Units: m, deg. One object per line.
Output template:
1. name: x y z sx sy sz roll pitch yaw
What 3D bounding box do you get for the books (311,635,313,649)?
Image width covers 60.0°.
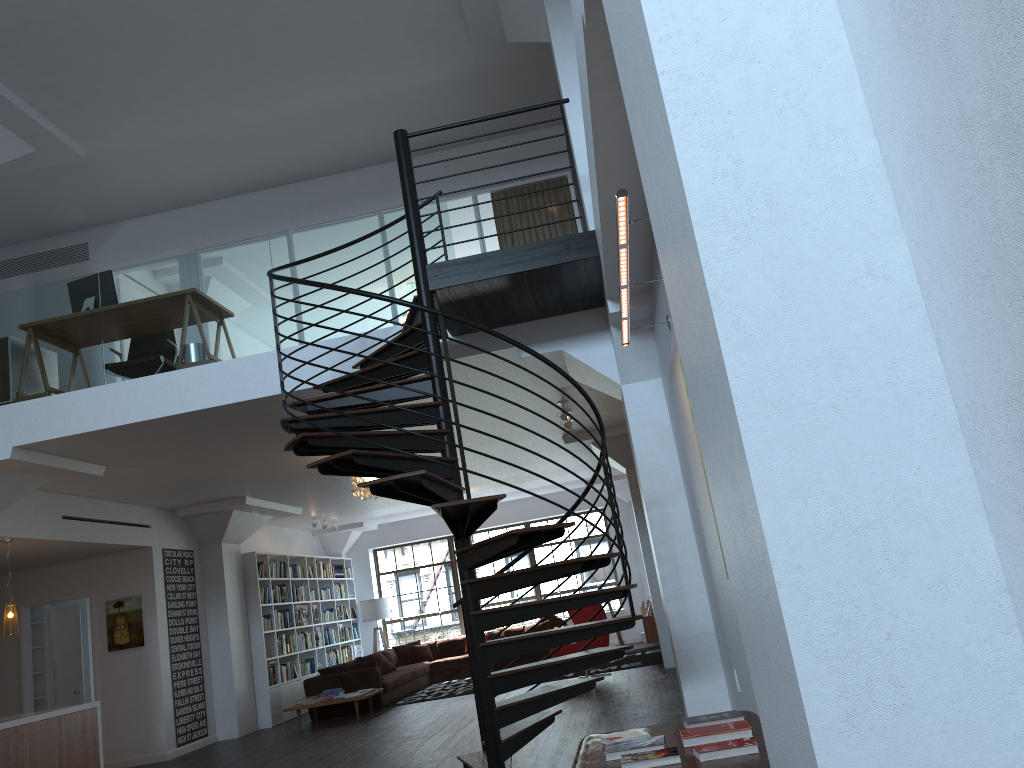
1. books: -3.308 4.172 14.327 0.161 0.223 0.026 -11 -13 5

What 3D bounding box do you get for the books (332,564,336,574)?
1. books: -3.305 3.428 16.155 0.183 0.253 0.042 -11 -14 5

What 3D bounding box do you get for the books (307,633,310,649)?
1. books: -3.338 4.119 14.165 0.180 0.259 0.060 -11 -13 5

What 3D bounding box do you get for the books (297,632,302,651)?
1. books: -3.381 4.036 13.857 0.176 0.290 0.053 -11 -13 5

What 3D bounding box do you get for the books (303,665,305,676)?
1. books: -3.304 4.467 13.820 0.128 0.178 0.022 -11 -14 5

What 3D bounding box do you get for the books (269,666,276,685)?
1. books: -3.472 4.175 12.660 0.183 0.253 0.042 -11 -14 5

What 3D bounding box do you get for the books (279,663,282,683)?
1. books: -3.455 4.207 12.872 0.198 0.284 0.049 -11 -14 5

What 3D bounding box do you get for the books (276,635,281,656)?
1. books: -3.482 3.846 13.023 0.140 0.298 0.044 -11 -14 5

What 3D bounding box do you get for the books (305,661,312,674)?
1. books: -3.258 4.515 14.104 0.146 0.202 0.027 -11 -14 5

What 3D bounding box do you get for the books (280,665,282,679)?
1. books: -3.439 4.230 12.906 0.160 0.251 0.031 -11 -14 5

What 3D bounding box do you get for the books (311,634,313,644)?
1. books: -3.315 4.177 14.359 0.168 0.231 0.037 -11 -13 5

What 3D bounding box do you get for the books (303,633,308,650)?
1. books: -3.341 4.103 14.083 0.183 0.253 0.034 -11 -13 5

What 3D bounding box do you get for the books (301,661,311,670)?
1. books: -3.270 4.511 14.079 0.146 0.202 0.027 -11 -14 5

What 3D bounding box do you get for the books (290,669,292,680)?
1. books: -3.400 4.324 13.276 0.168 0.231 0.045 -11 -14 5

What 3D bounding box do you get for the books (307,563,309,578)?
1. books: -3.477 3.123 14.770 0.183 0.253 0.042 -11 -14 5

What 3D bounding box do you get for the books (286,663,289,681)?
1. books: -3.401 4.287 13.157 0.171 0.246 0.039 -11 -14 5

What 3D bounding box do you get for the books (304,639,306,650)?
1. books: -3.351 4.102 14.008 0.161 0.223 0.027 -11 -13 5

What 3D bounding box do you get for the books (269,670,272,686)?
1. books: -3.481 4.155 12.505 0.161 0.223 0.032 -11 -14 5

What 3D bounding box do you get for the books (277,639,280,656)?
1. books: -3.502 3.863 12.969 0.189 0.247 0.057 -11 -14 5

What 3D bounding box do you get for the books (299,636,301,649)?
1. books: -3.372 4.058 13.811 0.161 0.223 0.026 -11 -13 5

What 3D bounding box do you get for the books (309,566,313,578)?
1. books: -3.448 3.175 14.901 0.161 0.207 0.130 -11 -13 5

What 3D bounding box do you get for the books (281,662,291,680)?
1. books: -3.397 4.299 13.236 0.180 0.259 0.042 -11 -14 5

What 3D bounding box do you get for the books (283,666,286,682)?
1. books: -3.416 4.268 13.017 0.161 0.223 0.033 -11 -14 5

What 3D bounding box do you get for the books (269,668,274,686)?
1. books: -3.476 4.156 12.549 0.174 0.240 0.054 -11 -14 5

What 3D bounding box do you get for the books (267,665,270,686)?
1. books: -3.513 4.114 12.445 0.198 0.284 0.049 -11 -14 5

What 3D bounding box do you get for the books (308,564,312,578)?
1. books: -3.465 3.151 14.852 0.174 0.236 0.136 -11 -13 5

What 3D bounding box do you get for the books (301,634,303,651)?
1. books: -3.372 4.063 13.895 0.183 0.253 0.034 -11 -13 5

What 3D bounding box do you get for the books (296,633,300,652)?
1. books: -3.403 4.017 13.750 0.198 0.284 0.066 -11 -13 5

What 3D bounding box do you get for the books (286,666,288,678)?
1. books: -3.405 4.291 13.120 0.161 0.223 0.033 -11 -14 5

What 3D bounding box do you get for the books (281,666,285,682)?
1. books: -3.428 4.256 12.977 0.176 0.231 0.053 -11 -14 5

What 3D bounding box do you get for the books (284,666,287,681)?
1. books: -3.405 4.282 13.045 0.161 0.223 0.030 -11 -13 5

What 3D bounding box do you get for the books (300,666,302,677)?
1. books: -3.323 4.424 13.658 0.139 0.191 0.036 -11 -14 5

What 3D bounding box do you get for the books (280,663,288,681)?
1. books: -3.415 4.267 13.088 0.183 0.253 0.042 -11 -14 5

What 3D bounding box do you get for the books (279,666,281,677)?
1. books: -3.443 4.196 12.819 0.174 0.278 0.054 -11 -14 5

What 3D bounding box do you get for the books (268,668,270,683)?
1. books: -3.496 4.137 12.479 0.160 0.251 0.031 -11 -14 5

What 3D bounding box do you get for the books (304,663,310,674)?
1. books: -3.269 4.508 14.016 0.128 0.178 0.021 -11 -14 5

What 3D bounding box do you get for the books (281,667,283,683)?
1. books: -3.423 4.248 12.932 0.161 0.223 0.032 -11 -14 5

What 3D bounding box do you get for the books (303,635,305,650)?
1. books: -3.360 4.083 13.970 0.171 0.246 0.057 -11 -13 5

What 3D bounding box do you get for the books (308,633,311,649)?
1. books: -3.330 4.144 14.259 0.183 0.253 0.034 -11 -13 5

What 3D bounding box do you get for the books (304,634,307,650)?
1. books: -3.356 4.103 14.045 0.174 0.240 0.045 -11 -13 5

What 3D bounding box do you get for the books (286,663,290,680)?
1. books: -3.399 4.294 13.196 0.160 0.251 0.039 -11 -14 5

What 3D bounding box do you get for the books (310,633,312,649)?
1. books: -3.324 4.159 14.296 0.174 0.240 0.045 -11 -13 5

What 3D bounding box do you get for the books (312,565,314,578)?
1. books: -3.437 3.190 15.011 0.161 0.223 0.032 -11 -14 5

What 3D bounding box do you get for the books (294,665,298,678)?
1. books: -3.349 4.372 13.455 0.161 0.207 0.135 -11 -13 5

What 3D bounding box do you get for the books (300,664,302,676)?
1. books: -3.321 4.430 13.699 0.136 0.196 0.045 -11 -14 5

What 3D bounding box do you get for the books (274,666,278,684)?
1. books: -3.461 4.193 12.740 0.180 0.251 0.048 -11 -14 5

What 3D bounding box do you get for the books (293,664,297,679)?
1. books: -3.367 4.347 13.404 0.174 0.236 0.142 -11 -13 5

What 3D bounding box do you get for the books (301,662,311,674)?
1. books: -3.268 4.508 14.046 0.139 0.191 0.036 -11 -14 5

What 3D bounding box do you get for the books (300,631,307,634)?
1. books: -3.348 4.094 14.122 0.176 0.290 0.036 -11 -13 5

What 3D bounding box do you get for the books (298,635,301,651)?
1. books: -3.380 4.040 13.789 0.160 0.250 0.026 -11 -13 5

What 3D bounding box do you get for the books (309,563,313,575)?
1. books: -3.452 3.173 14.985 0.160 0.251 0.031 -11 -14 5

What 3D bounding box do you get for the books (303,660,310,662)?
1. books: -3.264 4.543 14.224 0.144 0.207 0.048 -11 -14 5

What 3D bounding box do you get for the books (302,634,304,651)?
1. books: -3.364 4.069 13.927 0.183 0.253 0.034 -11 -13 5

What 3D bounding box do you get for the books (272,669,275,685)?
1. books: -3.460 4.179 12.619 0.161 0.223 0.032 -11 -14 5

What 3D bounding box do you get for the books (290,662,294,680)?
1. books: -3.379 4.319 13.318 0.183 0.253 0.042 -11 -14 5

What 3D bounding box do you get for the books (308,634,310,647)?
1. books: -3.328 4.132 14.205 0.160 0.250 0.026 -11 -13 5
